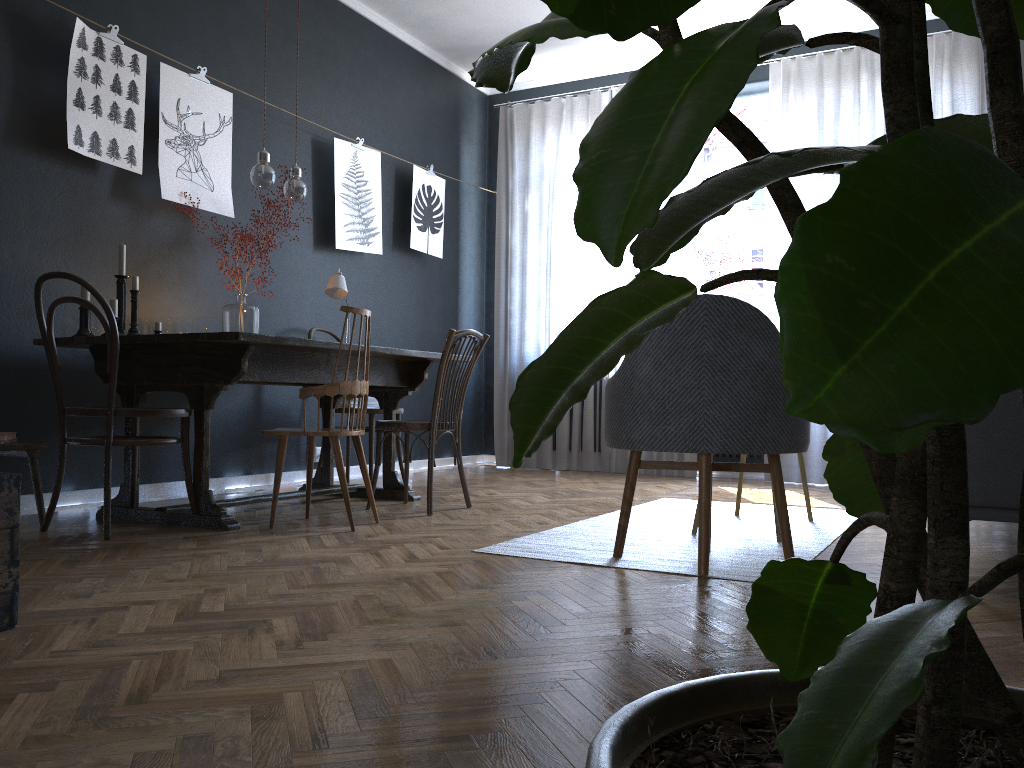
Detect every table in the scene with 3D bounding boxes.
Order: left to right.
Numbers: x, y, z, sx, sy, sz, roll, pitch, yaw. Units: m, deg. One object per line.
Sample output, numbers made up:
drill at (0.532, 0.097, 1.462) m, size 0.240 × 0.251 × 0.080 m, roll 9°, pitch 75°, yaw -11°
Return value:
table at (-1.982, 0.375, 3.258) m, size 0.364 × 0.317 × 0.369 m, roll 0°, pitch -1°, yaw 28°
table at (-1.068, 0.200, 4.022) m, size 1.126 × 0.727 × 1.605 m, roll 0°, pitch -1°, yaw 28°
table at (0.994, 0.313, 3.600) m, size 0.339 × 0.550 × 0.788 m, roll 1°, pitch -1°, yaw 28°

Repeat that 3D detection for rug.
rug at (0.774, 0.581, 3.559) m, size 1.003 × 0.013 × 2.011 m, roll 0°, pitch -1°, yaw 28°

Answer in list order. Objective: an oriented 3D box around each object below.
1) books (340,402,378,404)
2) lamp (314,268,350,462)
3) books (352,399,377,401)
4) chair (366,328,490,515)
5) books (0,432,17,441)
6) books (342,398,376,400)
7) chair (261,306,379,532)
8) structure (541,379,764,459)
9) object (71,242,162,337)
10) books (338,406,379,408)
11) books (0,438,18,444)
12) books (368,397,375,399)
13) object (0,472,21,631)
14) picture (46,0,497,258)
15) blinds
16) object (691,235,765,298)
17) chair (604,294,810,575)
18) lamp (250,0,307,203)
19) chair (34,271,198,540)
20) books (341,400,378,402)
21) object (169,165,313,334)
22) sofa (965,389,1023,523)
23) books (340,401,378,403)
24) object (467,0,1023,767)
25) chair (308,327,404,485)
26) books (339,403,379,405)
books at (-0.873, 0.108, 5.057) m, size 0.218 × 0.008 × 0.288 m, roll 0°, pitch -2°, yaw 41°
lamp at (-0.966, -0.074, 4.972) m, size 0.242 × 1.069 × 0.800 m, roll 1°, pitch -1°, yaw -18°
books at (-0.867, 0.092, 5.060) m, size 0.218 × 0.008 × 0.288 m, roll 0°, pitch -2°, yaw 39°
chair at (-0.387, 0.164, 4.046) m, size 0.467 × 0.820 × 0.363 m, roll 1°, pitch -1°, yaw 28°
books at (-1.974, 0.191, 3.236) m, size 0.262 × 0.025 × 0.207 m, roll 1°, pitch -1°, yaw -19°
books at (-0.864, 0.085, 5.061) m, size 0.218 × 0.008 × 0.304 m, roll 0°, pitch -2°, yaw 39°
chair at (-0.741, 0.133, 3.494) m, size 0.384 × 0.856 × 0.456 m, roll 1°, pitch -1°, yaw 13°
structure at (1.039, 0.201, 6.341) m, size 1.846 × 0.600 × 0.216 m, roll 0°, pitch -1°, yaw 28°
object at (-1.632, -0.386, 3.712) m, size 0.223 × 0.419 × 0.368 m, roll 1°, pitch -1°, yaw 29°
books at (-0.870, 0.129, 5.053) m, size 0.218 × 0.007 × 0.305 m, roll 0°, pitch -2°, yaw 40°
books at (-1.990, 0.209, 3.245) m, size 0.272 × 0.013 × 0.219 m, roll 1°, pitch -1°, yaw -16°
books at (-0.866, 0.078, 5.062) m, size 0.218 × 0.008 × 0.304 m, roll 0°, pitch -2°, yaw 39°
object at (-1.336, 0.344, 1.718) m, size 0.383 × 0.326 × 0.552 m, roll 0°, pitch -1°, yaw 28°
picture at (-1.156, -1.201, 5.059) m, size 0.058 × 0.771 × 4.458 m, roll 1°, pitch -1°, yaw 28°
blinds at (1.637, -0.753, 5.966) m, size 3.992 × 2.788 × 0.312 m, roll 0°, pitch -1°, yaw 28°
object at (1.456, -0.595, 6.161) m, size 0.514 × 0.809 × 0.599 m, roll 1°, pitch -1°, yaw 2°
chair at (0.610, 0.155, 2.751) m, size 0.645 × 0.811 × 0.495 m, roll 1°, pitch -1°, yaw 6°
lamp at (-0.606, -1.654, 3.594) m, size 0.583 × 1.574 × 1.590 m, roll 1°, pitch -1°, yaw -31°
chair at (-1.461, 0.080, 3.279) m, size 0.438 × 0.920 × 0.549 m, roll 1°, pitch -1°, yaw 30°
books at (-0.868, 0.097, 5.065) m, size 0.218 × 0.006 × 0.304 m, roll 0°, pitch -2°, yaw 40°
object at (-1.350, -0.623, 4.435) m, size 0.638 × 0.930 × 0.556 m, roll 1°, pitch -1°, yaw -2°
sofa at (2.067, 0.196, 3.269) m, size 0.970 × 0.798 × 2.340 m, roll 0°, pitch -1°, yaw 27°
books at (-0.873, 0.103, 5.058) m, size 0.218 × 0.008 × 0.288 m, roll 0°, pitch -2°, yaw 41°
object at (0.320, -0.437, 0.363) m, size 1.118 × 1.898 × 0.764 m, roll 1°, pitch -1°, yaw 22°
chair at (-0.892, 0.129, 5.093) m, size 0.549 × 0.920 × 0.438 m, roll 1°, pitch -1°, yaw 25°
books at (-0.868, 0.114, 5.053) m, size 0.218 × 0.013 × 0.305 m, roll 0°, pitch -2°, yaw 40°
